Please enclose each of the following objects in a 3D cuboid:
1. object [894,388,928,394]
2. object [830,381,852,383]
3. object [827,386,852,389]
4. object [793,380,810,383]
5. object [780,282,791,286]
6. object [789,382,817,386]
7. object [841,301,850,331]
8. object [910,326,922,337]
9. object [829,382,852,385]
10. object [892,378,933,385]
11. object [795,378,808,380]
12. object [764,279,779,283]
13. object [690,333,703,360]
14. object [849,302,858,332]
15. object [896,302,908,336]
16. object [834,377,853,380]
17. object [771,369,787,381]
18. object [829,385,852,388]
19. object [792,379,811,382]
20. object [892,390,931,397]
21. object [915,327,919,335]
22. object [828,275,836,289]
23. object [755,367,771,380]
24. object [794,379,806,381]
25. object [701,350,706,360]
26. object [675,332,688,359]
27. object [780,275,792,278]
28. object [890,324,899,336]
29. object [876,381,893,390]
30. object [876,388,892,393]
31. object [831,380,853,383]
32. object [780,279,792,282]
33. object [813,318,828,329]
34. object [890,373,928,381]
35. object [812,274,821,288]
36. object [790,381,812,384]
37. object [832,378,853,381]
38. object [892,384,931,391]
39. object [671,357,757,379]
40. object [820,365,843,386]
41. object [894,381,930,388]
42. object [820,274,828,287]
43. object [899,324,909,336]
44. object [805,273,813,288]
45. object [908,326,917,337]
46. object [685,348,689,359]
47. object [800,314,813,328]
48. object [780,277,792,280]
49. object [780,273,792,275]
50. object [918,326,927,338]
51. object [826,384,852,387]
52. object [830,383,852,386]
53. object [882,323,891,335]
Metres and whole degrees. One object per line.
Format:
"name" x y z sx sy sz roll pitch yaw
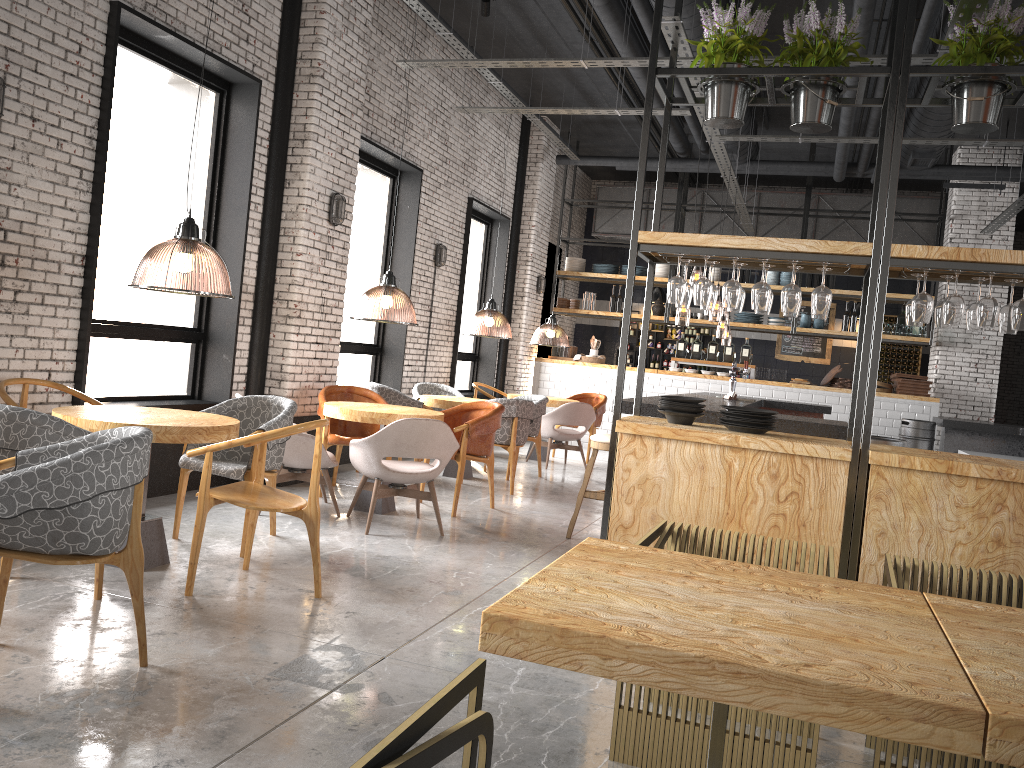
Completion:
"object" 5.644 0.094 12.550 0.405 0.044 0.635 7 2 21
"object" 4.801 -0.026 12.886 0.458 0.019 0.407 5 2 -29
"object" 4.814 0.056 12.882 0.406 0.019 0.459 4 2 -36
"object" 4.251 -0.035 13.034 0.215 0.013 0.521 6 2 14
"object" 4.183 -1.506 13.493 0.218 0.085 0.219 5 2 -12
"object" 4.285 0.000 12.979 0.458 0.019 0.407 5 2 -30
"object" 4.996 -1.004 13.255 0.098 0.471 0.098 6 1 7
"object" 5.915 -0.865 12.978 0.157 0.405 0.105 6 1 23
"object" 4.781 -0.012 12.880 0.407 0.019 0.458 7 2 32
"object" 5.658 -0.038 12.548 0.405 0.044 0.636 6 2 12
"object" 4.222 -0.068 12.877 0.184 0.011 0.254 7 3 40
"object" 3.976 -1.559 13.590 0.210 0.069 0.210 5 2 -16
"object" 2.843 -0.573 13.628 0.154 0.404 0.154 6 1 18
"object" 5.097 -0.992 13.220 0.098 0.471 0.098 6 1 26
"object" 5.740 -0.959 13.023 0.157 0.554 0.105 6 1 23
"object" 4.808 -0.074 12.886 0.458 0.019 0.407 5 2 -25
"object" 3.973 -0.133 13.186 0.181 0.168 0.170 6 1 -2
"object" 4.829 0.042 12.870 0.406 0.019 0.458 5 2 -9
"object" 4.261 -0.047 13.032 0.230 0.016 0.556 7 2 24
"object" 5.640 0.138 12.550 0.405 0.044 0.636 6 2 14
"object" 5.921 -0.941 12.973 0.141 0.550 0.096 6 1 23
"object" 4.773 -1.622 13.196 0.098 0.458 0.098 6 1 -4
"object" 3.729 -0.157 13.171 0.181 0.168 0.170 7 2 28
"object" 4.206 -0.062 12.954 0.172 0.010 0.368 7 2 28
"object" 2.914 -0.442 13.542 0.077 0.164 0.039 5 1 -27
"object" 2.626 -0.598 13.709 0.154 0.404 0.154 6 1 18
"object" 4.190 -1.603 13.495 0.218 0.092 0.218 4 2 -36
"object" 5.567 -0.789 12.880 0.118 0.181 0.118 5 1 -38
"object" 5.227 -0.003 12.706 0.439 0.154 0.437 5 2 -25
"object" 5.216 0.063 12.705 0.437 0.097 0.436 8 3 43
"object" 4.828 -0.039 12.879 0.406 0.019 0.458 5 2 -29
"object" 4.191 -1.538 13.492 0.218 0.093 0.219 6 2 2
"object" 4.628 -0.923 13.344 0.166 0.230 0.199 6 1 -11
"object" 5.593 -0.088 12.504 0.406 0.094 0.636 6 2 16
"object" 4.566 -1.645 13.266 0.098 0.458 0.098 6 1 41
"object" 4.259 -0.022 13.037 0.277 0.019 0.513 7 2 23
"object" 4.824 -0.056 12.882 0.406 0.019 0.459 4 2 -38
"object" 5.649 0.050 12.549 0.405 0.044 0.636 6 2 15
"object" 3.058 -0.069 13.554 1.251 0.551 0.314 6 1 18
"object" 4.623 -0.120 12.836 0.242 0.338 0.488 6 2 4
"object" 5.653 0.006 12.549 0.405 0.044 0.635 6 2 19
"object" 4.671 -1.633 13.230 0.098 0.458 0.098 6 1 -4
"object" 5.685 -0.776 12.855 0.118 0.181 0.118 6 1 -5
"object" 4.464 -1.657 13.300 0.098 0.458 0.098 6 1 41
"object" 5.805 -0.763 12.834 0.118 0.181 0.118 6 1 2
"object" 2.684 -0.468 13.601 0.032 0.164 0.080 6 1 -10
"object" 4.464 -0.942 13.412 0.199 0.230 0.166 6 1 25
"object" 4.185 -1.571 13.493 0.218 0.092 0.219 6 2 8
"object" 4.194 -1.634 13.495 0.218 0.092 0.218 5 2 -31
"object" 5.904 -0.750 12.745 0.118 0.181 0.118 7 2 42
"object" 4.813 0.024 12.884 0.406 0.019 0.459 4 3 -43
"object" 4.808 0.007 12.886 0.458 0.019 0.407 5 2 -13
"object" 5.454 -0.802 12.928 0.118 0.181 0.118 5 1 -22
